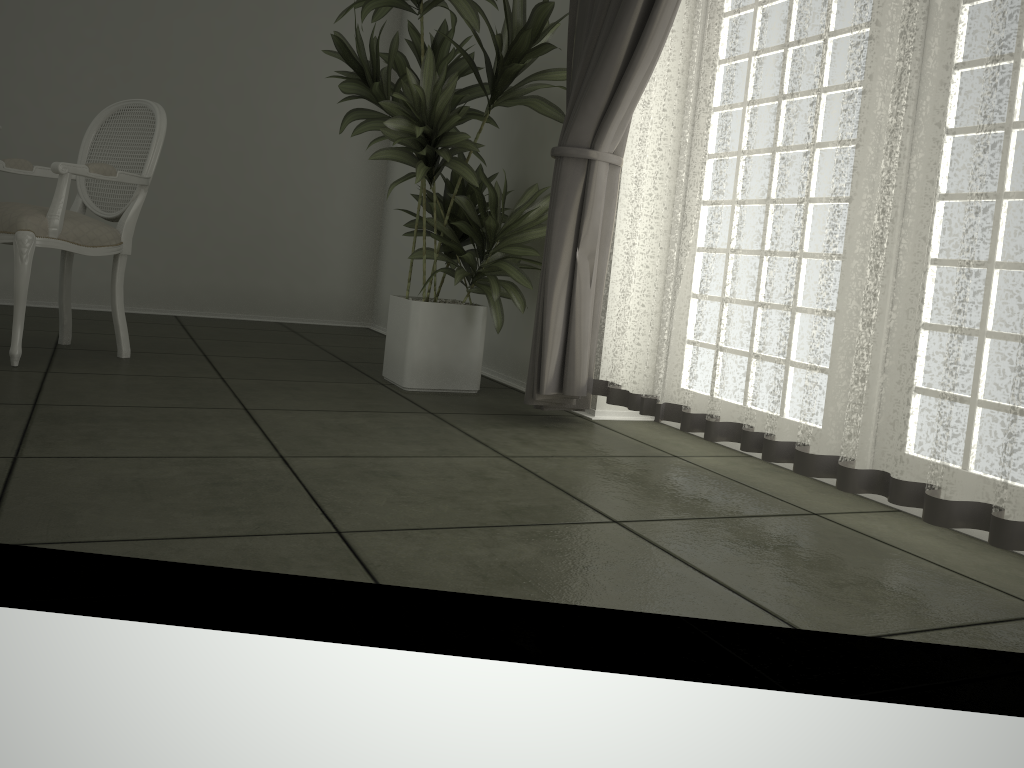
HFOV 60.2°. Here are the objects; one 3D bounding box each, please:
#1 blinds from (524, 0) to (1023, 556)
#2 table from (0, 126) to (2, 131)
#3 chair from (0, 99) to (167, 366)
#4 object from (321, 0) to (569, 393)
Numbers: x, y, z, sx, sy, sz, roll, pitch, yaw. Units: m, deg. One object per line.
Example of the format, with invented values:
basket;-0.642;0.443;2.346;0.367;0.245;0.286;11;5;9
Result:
blinds;1.042;-0.908;1.843;0.658;2.588;3.697;5;6;-26
table;-2.100;-0.481;2.844;0.738;0.826;0.747;3;6;-28
chair;-1.777;-0.649;3.463;0.598;1.058;0.690;8;5;30
object;-0.272;-1.037;3.620;1.038;2.086;1.170;5;4;-7
